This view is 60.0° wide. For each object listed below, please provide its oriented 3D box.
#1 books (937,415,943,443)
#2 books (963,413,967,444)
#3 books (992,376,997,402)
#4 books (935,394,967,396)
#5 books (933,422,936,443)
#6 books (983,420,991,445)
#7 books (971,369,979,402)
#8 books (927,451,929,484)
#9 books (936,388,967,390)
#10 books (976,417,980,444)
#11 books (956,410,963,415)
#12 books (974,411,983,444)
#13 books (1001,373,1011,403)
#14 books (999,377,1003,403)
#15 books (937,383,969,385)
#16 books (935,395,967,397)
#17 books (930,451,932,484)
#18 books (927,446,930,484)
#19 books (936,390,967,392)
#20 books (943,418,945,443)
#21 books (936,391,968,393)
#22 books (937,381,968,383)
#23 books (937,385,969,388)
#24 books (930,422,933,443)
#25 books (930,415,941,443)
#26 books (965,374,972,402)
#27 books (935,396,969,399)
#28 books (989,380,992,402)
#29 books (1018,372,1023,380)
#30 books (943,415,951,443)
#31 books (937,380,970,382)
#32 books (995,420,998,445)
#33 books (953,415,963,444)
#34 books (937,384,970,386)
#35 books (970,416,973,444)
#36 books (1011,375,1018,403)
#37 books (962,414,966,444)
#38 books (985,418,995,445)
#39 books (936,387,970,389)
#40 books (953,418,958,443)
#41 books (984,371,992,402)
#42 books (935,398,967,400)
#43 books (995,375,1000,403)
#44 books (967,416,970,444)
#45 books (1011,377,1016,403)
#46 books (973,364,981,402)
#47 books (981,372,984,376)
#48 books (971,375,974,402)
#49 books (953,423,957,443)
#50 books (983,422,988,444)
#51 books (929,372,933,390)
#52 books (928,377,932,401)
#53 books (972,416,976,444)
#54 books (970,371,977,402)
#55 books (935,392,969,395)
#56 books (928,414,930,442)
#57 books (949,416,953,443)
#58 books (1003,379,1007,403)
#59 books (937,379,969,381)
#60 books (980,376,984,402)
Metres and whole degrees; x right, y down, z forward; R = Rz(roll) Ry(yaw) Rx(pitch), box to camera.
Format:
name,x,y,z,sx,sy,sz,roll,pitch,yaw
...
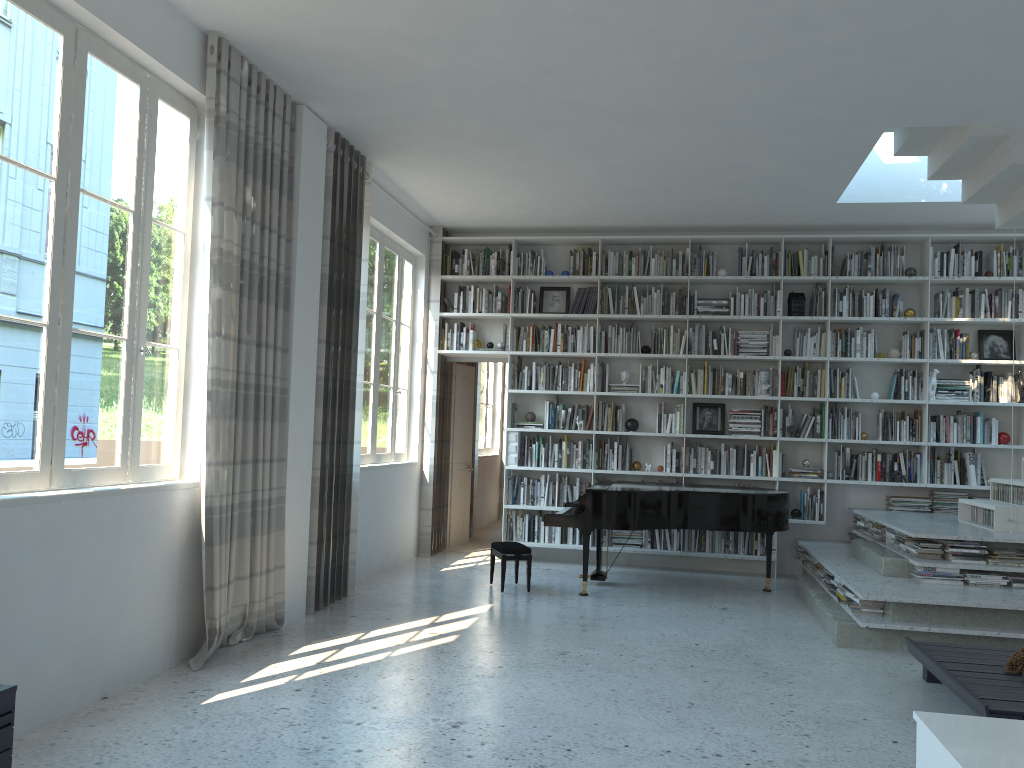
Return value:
name,x,y,z,sx,sy,sz,roll,pitch,yaw
books,3.850,0.407,7.988,0.024,0.247,0.143,2,-3,11
books,4.047,0.400,7.949,0.011,0.272,0.152,2,-3,11
books,4.288,0.054,7.921,0.031,0.242,0.147,2,-3,11
books,3.938,0.099,7.989,0.254,0.012,0.161,1,-3,13
books,3.786,0.437,7.991,0.022,0.184,0.162,2,-3,11
books,4.234,0.431,7.919,0.037,0.218,0.139,2,-3,11
books,4.144,0.020,7.932,0.011,0.300,0.184,2,-3,11
books,3.729,0.751,8.000,0.012,0.286,0.158,2,-3,11
books,3.942,0.051,7.984,0.254,0.012,0.161,1,-3,16
books,4.136,0.415,7.915,0.023,0.243,0.190,2,-3,11
books,4.012,0.385,7.953,0.013,0.299,0.147,2,-3,11
books,4.162,0.393,7.915,0.026,0.290,0.181,2,-3,11
books,4.395,0.041,7.887,0.021,0.271,0.191,2,-3,11
books,4.351,0.060,7.927,0.028,0.235,0.129,2,-3,11
books,3.945,0.003,7.992,0.285,0.012,0.159,1,-3,13
books,3.937,0.111,7.984,0.254,0.012,0.161,1,-3,15
books,3.755,0.751,7.993,0.015,0.286,0.138,2,-3,11
books,3.742,0.725,7.994,0.014,0.337,0.132,2,-3,11
books,3.941,0.063,7.994,0.254,0.012,0.161,1,-3,11
books,3.864,0.419,7.972,0.011,0.223,0.163,2,-3,11
books,3.939,0.075,7.983,0.254,0.012,0.161,2,-3,6
books,3.945,-0.009,7.993,0.254,0.012,0.161,1,-3,13
books,3.944,0.027,7.991,0.285,0.012,0.159,1,-3,13
books,3.764,0.435,7.997,0.023,0.186,0.159,2,-3,11
books,3.812,0.407,7.984,0.047,0.244,0.177,2,-3,11
books,4.092,0.043,7.957,0.012,0.254,0.161,2,-3,11
books,3.936,0.123,7.981,0.285,0.012,0.159,1,-3,16
books,4.272,0.037,7.947,0.010,0.278,0.129,2,-3,11
books,4.538,0.040,7.894,0.029,0.283,0.138,2,-3,11
books,3.889,0.408,7.963,0.045,0.246,0.186,2,-3,11
books,3.946,-0.021,7.993,0.285,0.012,0.159,2,-3,9
books,4.289,0.430,7.902,0.027,0.223,0.170,2,-3,11
books,3.987,0.405,7.935,0.028,0.255,0.191,2,-3,11
books,3.943,0.015,7.985,0.285,0.012,0.159,2,-3,6
books,4.081,0.411,7.925,0.014,0.249,0.177,2,-3,11
books,4.460,0.052,7.892,0.024,0.254,0.145,2,-3,11
books,4.020,0.403,7.933,0.012,0.262,0.186,2,-3,11
books,4.263,0.423,7.905,0.025,0.235,0.181,2,-3,11
books,3.943,0.039,7.988,0.285,0.012,0.159,2,-3,8
books,3.971,0.419,7.960,0.012,0.229,0.179,2,-3,11
books,4.233,0.032,7.927,0.059,0.282,0.167,2,-3,11
books,3.936,0.136,7.983,0.254,0.012,0.161,2,-3,7
books,4.322,0.052,7.934,0.031,0.250,0.133,2,-3,11
books,4.065,0.413,7.948,0.026,0.246,0.166,2,-3,11
books,4.425,0.058,7.884,0.041,0.239,0.176,2,-3,11
books,4.155,0.001,7.930,0.010,0.339,0.180,2,-3,11
books,4.200,0.033,7.946,0.013,0.280,0.131,2,-3,11
books,4.113,0.048,7.971,0.023,0.247,0.138,2,-3,11
books,3.949,0.442,7.953,0.027,0.181,0.186,2,-3,11
books,4.199,0.439,7.910,0.030,0.200,0.189,2,-3,11
books,3.780,0.029,8.028,0.028,0.267,0.138,2,-3,11
books,3.747,0.049,8.003,0.027,0.221,0.184,2,-3,11
books,4.124,0.411,7.943,0.012,0.254,0.161,2,-3,11
books,4.138,0.029,7.960,0.012,0.285,0.159,2,-3,11
books,3.939,0.088,7.989,0.285,0.012,0.159,2,-3,9
books,3.751,0.402,8.013,0.012,0.254,0.161,2,-3,11
books,3.926,0.413,7.971,0.026,0.239,0.177,2,-3,11
books,4.375,0.071,7.914,0.025,0.213,0.155,2,-3,11
books,3.946,-0.033,7.994,0.285,0.012,0.159,1,-3,13
books,4.175,0.053,7.932,0.030,0.236,0.179,2,-3,11
